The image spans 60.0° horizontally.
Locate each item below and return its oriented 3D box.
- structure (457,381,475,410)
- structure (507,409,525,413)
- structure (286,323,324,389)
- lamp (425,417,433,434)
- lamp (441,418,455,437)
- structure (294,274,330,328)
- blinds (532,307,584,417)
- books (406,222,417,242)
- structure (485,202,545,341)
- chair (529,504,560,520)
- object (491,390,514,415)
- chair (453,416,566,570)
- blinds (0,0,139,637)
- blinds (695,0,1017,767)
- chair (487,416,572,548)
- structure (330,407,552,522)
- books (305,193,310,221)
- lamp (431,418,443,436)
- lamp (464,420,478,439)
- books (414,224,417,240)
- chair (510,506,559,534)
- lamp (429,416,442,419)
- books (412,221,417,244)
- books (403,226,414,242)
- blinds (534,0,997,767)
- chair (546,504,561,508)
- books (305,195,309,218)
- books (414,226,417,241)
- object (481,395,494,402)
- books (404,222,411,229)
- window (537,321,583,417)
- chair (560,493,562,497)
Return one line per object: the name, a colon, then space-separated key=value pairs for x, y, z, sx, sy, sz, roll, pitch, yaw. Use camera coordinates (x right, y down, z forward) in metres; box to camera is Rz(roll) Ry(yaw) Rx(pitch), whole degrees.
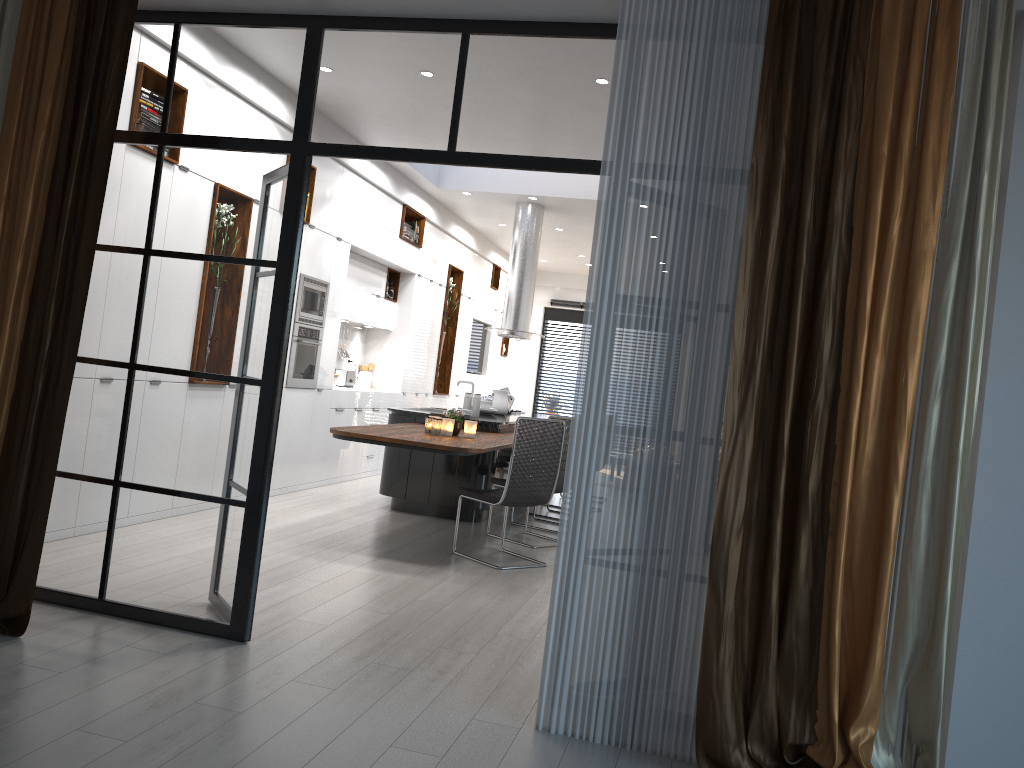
structure: x=-0.446 y=0.127 z=8.190 sx=0.177 sy=0.310 sz=0.089 roll=7 pitch=-1 yaw=13
structure: x=-0.163 y=0.303 z=10.498 sx=0.502 sy=0.026 sz=0.811 roll=7 pitch=0 yaw=13
structure: x=-2.061 y=-0.269 z=8.053 sx=0.495 sy=0.571 sz=0.594 roll=7 pitch=-1 yaw=13
lamp: x=-0.593 y=0.302 z=6.411 sx=0.078 sy=0.120 sz=0.078 roll=7 pitch=-1 yaw=-4
lamp: x=-0.468 y=0.314 z=6.418 sx=0.095 sy=0.124 sz=0.095 roll=7 pitch=-1 yaw=6
structure: x=-2.018 y=-0.768 z=8.070 sx=0.459 sy=0.430 sz=0.594 roll=7 pitch=0 yaw=13
blinds: x=1.734 y=0.062 z=16.349 sx=2.586 sy=2.722 sz=0.357 roll=7 pitch=-1 yaw=13
books: x=-1.240 y=-1.781 z=10.477 sx=0.197 sy=0.269 sz=0.025 roll=7 pitch=-1 yaw=13
structure: x=0.122 y=-1.327 z=10.536 sx=0.696 sy=1.609 sz=1.042 roll=7 pitch=-1 yaw=12
chair: x=0.508 y=0.779 z=8.594 sx=0.537 sy=1.019 sz=0.470 roll=6 pitch=-1 yaw=28
object: x=-0.111 y=0.195 z=9.254 sx=0.182 sy=0.254 sz=0.211 roll=8 pitch=-1 yaw=-43
chair: x=-0.032 y=0.716 z=6.182 sx=0.470 sy=1.019 sz=0.537 roll=8 pitch=-2 yaw=-42
blinds: x=-2.049 y=-0.550 z=3.687 sx=0.811 sy=3.046 sz=0.254 roll=7 pitch=-1 yaw=12
blinds: x=1.146 y=-0.159 z=2.942 sx=0.811 sy=3.046 sz=0.254 roll=7 pitch=-1 yaw=13
chair: x=0.182 y=0.741 z=7.094 sx=0.537 sy=1.019 sz=0.470 roll=6 pitch=-2 yaw=43
structure: x=-0.317 y=0.746 z=8.380 sx=1.378 sy=0.887 sz=5.634 roll=7 pitch=0 yaw=13
books: x=-1.877 y=-1.551 z=7.742 sx=0.212 sy=0.264 sz=0.024 roll=7 pitch=-1 yaw=13
lamp: x=-0.537 y=0.309 z=6.331 sx=0.078 sy=0.120 sz=0.078 roll=7 pitch=-1 yaw=-4
lamp: x=-0.307 y=0.333 z=6.499 sx=0.095 sy=0.124 sz=0.096 roll=8 pitch=-1 yaw=-44
books: x=-1.236 y=-1.780 z=10.502 sx=0.194 sy=0.273 sz=0.025 roll=7 pitch=-1 yaw=13
chair: x=0.351 y=0.761 z=7.894 sx=0.537 sy=1.019 sz=0.470 roll=6 pitch=-1 yaw=28
lamp: x=-0.571 y=0.301 z=6.514 sx=0.096 sy=0.124 sz=0.095 roll=6 pitch=-1 yaw=30
books: x=-1.233 y=-1.789 z=10.561 sx=0.253 sy=0.312 sz=0.030 roll=7 pitch=-1 yaw=13
books: x=-1.307 y=-1.743 z=10.272 sx=0.279 sy=0.137 sz=0.345 roll=7 pitch=0 yaw=8
blinds: x=0.891 y=-0.183 z=3.105 sx=1.302 sy=3.070 sz=0.052 roll=7 pitch=-1 yaw=13
chair: x=0.682 y=0.800 z=9.388 sx=0.537 sy=1.019 sz=0.470 roll=6 pitch=-1 yaw=33
books: x=-1.870 y=-1.540 z=7.711 sx=0.184 sy=0.245 sz=0.033 roll=7 pitch=-1 yaw=13
books: x=-1.247 y=-1.788 z=10.534 sx=0.217 sy=0.272 sz=0.030 roll=7 pitch=-1 yaw=13
object: x=-0.259 y=0.217 z=9.634 sx=0.211 sy=0.174 sz=0.211 roll=7 pitch=-1 yaw=19
books: x=-1.321 y=-1.838 z=10.258 sx=0.250 sy=0.047 sz=0.307 roll=7 pitch=0 yaw=9
window: x=4.891 y=-0.831 z=16.044 sx=8.571 sy=5.064 sz=0.462 roll=7 pitch=-1 yaw=11
chair: x=0.880 y=0.823 z=10.330 sx=0.537 sy=1.019 sz=0.470 roll=7 pitch=-1 yaw=13
